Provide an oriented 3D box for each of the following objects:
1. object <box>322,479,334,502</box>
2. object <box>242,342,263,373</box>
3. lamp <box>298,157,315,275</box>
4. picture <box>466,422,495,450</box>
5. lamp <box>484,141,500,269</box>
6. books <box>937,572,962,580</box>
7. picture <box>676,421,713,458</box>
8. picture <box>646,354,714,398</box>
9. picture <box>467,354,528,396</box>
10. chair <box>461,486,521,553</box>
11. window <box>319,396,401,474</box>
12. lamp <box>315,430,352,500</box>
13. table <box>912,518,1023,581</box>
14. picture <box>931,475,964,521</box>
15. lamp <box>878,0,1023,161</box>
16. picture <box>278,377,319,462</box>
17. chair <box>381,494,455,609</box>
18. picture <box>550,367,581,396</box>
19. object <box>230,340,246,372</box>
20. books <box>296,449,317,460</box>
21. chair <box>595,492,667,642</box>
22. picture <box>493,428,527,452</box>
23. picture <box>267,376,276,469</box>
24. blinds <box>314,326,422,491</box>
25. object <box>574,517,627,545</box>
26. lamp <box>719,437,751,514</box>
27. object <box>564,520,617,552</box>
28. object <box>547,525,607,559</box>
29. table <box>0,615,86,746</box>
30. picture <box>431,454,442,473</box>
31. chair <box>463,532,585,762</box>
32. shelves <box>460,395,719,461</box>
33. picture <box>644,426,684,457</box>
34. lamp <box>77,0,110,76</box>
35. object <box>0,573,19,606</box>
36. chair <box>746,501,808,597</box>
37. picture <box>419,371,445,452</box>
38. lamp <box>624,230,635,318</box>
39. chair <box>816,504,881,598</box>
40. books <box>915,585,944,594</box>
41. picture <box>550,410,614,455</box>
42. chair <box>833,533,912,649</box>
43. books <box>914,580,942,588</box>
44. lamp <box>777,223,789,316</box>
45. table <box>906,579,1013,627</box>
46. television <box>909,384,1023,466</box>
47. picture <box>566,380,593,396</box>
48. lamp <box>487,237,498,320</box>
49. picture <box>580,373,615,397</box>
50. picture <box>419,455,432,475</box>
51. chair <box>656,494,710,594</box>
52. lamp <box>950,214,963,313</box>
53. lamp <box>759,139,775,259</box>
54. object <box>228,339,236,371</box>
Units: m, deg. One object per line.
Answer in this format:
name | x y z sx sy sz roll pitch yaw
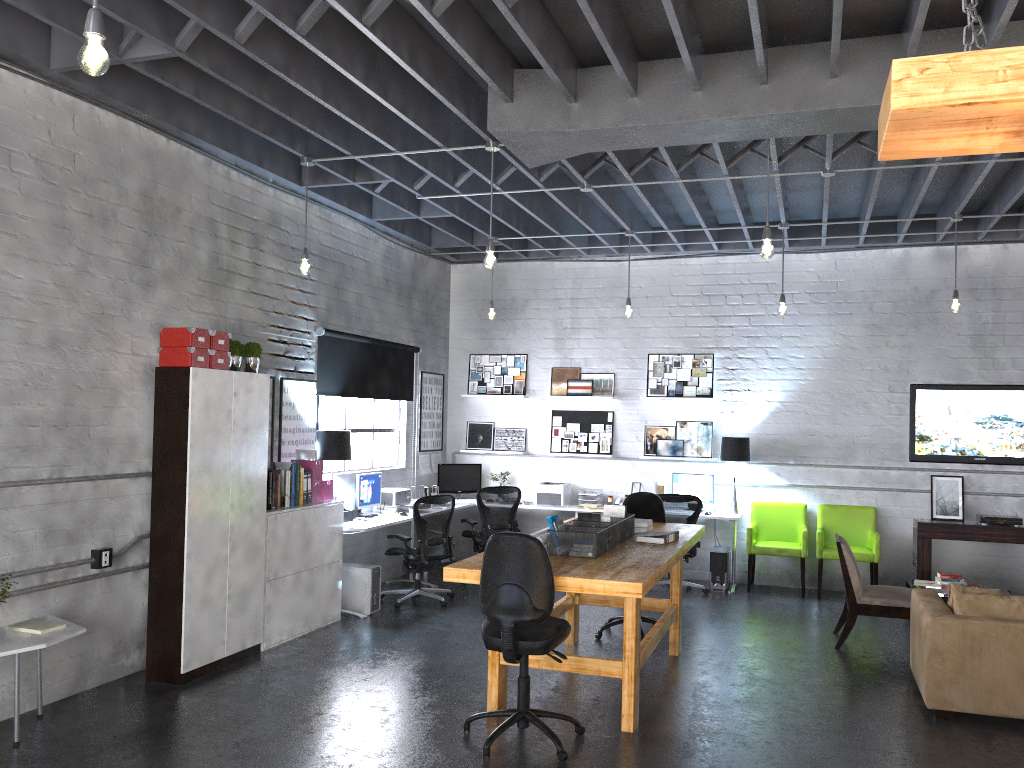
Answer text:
object | -1.671 0.912 7.633 0.214 0.177 0.161 1 -2 19
object | -1.922 -0.195 6.537 0.169 0.240 0.171 1 -2 18
lamp | -1.547 -1.253 6.659 0.104 0.878 0.104 1 -1 19
picture | -0.391 0.633 10.811 0.355 0.343 0.042 1 -1 19
lamp | -0.144 -1.241 6.183 0.104 0.878 0.104 1 -1 19
books | 4.039 1.772 8.188 0.185 0.041 0.129 1 -2 13
picture | 2.049 0.622 9.982 0.410 0.408 0.047 1 -1 19
picture | 1.904 -0.094 10.047 0.749 0.503 0.058 1 -1 19
picture | -0.179 -0.113 10.753 0.749 0.503 0.058 1 -1 19
chair | -0.272 1.622 9.766 0.753 1.031 0.732 0 -2 42
window | -1.548 0.274 9.034 0.030 1.219 1.823 1 -2 19
lamp | -1.609 0.834 7.946 0.333 0.831 0.333 2 -2 -20
table | 4.782 1.805 8.832 1.410 0.819 0.404 1 -2 19
picture | 4.474 1.171 9.113 0.308 0.456 0.092 1 -1 19
lamp | 1.818 -1.213 1.573 2.129 1.840 0.367 1 -1 19
picture | -1.870 0.345 7.795 0.020 0.780 0.607 1 -2 19
chair | -0.904 1.555 8.443 0.752 1.031 0.732 1 -2 22
picture | 0.632 -0.025 10.485 0.355 0.343 0.042 1 -1 19
object | -2.014 -0.202 6.411 0.169 0.240 0.171 2 -2 -32
books | -1.727 0.681 7.451 0.192 0.267 0.060 1 -1 19
chair | 1.053 1.486 7.257 0.659 1.164 0.687 1 -2 17
picture | -0.028 0.669 10.684 0.410 0.277 0.036 1 -1 19
picture | -2.095 0.314 7.131 0.020 0.780 0.607 1 -2 19
blinds | -1.422 0.336 8.989 0.100 1.631 2.120 1 -2 19
object | 0.604 1.008 6.105 0.316 0.156 0.306 1 -2 19
lamp | 2.419 0.991 9.627 0.333 0.831 0.333 2 -2 -20
object | 0.506 0.994 5.814 0.316 0.156 0.306 1 -2 19
object | 0.407 0.981 5.522 0.316 0.156 0.306 1 -2 19
table | -2.726 1.610 4.556 0.517 0.532 1.337 1 -2 19
picture | -0.896 0.953 10.664 0.036 0.221 0.289 1 -2 19
chair | 0.051 1.370 4.890 0.659 1.164 0.687 1 -2 17
shelves | 0.842 0.491 10.315 3.023 0.694 0.199 1 -2 19
picture | 1.727 0.651 10.081 0.452 0.345 0.054 1 -1 19
lamp | -1.297 -1.401 2.777 0.104 0.878 0.104 0 -2 37
object | -2.725 1.164 4.599 0.271 0.362 0.297 2 -2 -36
chair | 2.824 1.734 9.436 0.611 0.920 0.516 1 -2 19
picture | -0.948 0.332 10.509 0.020 0.934 0.659 1 -2 19
lamp | 1.179 -1.102 8.931 0.104 0.878 0.104 1 -1 19
chair | 3.482 1.740 9.213 0.611 0.920 0.516 1 -2 19
books | 3.749 1.835 7.969 0.174 0.045 0.240 1 -2 8
picture | 0.818 0.563 10.395 0.749 0.503 0.058 1 -1 19
chair | 2.997 1.688 7.183 0.725 0.842 0.575 1 -2 19
books | 3.750 1.800 7.993 0.223 0.027 0.161 0 -3 28
lamp | 2.584 -1.089 8.454 0.104 0.878 0.104 1 -1 19
table | 4.053 2.016 8.020 0.873 0.300 0.873 0 -2 22
television | 4.778 0.412 9.049 1.324 0.816 0.021 1 -1 18
picture | 0.794 0.049 10.408 0.311 0.196 0.029 1 -1 19
lamp | -0.207 -1.115 9.401 0.104 0.878 0.104 1 -1 19
picture | 0.995 0.011 10.357 0.410 0.277 0.036 1 -1 19
picture | -1.008 0.937 10.335 0.036 0.221 0.289 1 -2 19
chair | 1.640 1.646 9.280 0.732 1.031 0.753 2 -2 -13
lamp | 3.993 -1.076 7.976 0.104 0.878 0.104 2 -1 -28
lamp | 1.612 -1.225 5.587 0.104 0.878 0.104 1 -1 19
object | -2.036 -0.208 6.262 0.171 0.240 0.169 3 -2 -42
